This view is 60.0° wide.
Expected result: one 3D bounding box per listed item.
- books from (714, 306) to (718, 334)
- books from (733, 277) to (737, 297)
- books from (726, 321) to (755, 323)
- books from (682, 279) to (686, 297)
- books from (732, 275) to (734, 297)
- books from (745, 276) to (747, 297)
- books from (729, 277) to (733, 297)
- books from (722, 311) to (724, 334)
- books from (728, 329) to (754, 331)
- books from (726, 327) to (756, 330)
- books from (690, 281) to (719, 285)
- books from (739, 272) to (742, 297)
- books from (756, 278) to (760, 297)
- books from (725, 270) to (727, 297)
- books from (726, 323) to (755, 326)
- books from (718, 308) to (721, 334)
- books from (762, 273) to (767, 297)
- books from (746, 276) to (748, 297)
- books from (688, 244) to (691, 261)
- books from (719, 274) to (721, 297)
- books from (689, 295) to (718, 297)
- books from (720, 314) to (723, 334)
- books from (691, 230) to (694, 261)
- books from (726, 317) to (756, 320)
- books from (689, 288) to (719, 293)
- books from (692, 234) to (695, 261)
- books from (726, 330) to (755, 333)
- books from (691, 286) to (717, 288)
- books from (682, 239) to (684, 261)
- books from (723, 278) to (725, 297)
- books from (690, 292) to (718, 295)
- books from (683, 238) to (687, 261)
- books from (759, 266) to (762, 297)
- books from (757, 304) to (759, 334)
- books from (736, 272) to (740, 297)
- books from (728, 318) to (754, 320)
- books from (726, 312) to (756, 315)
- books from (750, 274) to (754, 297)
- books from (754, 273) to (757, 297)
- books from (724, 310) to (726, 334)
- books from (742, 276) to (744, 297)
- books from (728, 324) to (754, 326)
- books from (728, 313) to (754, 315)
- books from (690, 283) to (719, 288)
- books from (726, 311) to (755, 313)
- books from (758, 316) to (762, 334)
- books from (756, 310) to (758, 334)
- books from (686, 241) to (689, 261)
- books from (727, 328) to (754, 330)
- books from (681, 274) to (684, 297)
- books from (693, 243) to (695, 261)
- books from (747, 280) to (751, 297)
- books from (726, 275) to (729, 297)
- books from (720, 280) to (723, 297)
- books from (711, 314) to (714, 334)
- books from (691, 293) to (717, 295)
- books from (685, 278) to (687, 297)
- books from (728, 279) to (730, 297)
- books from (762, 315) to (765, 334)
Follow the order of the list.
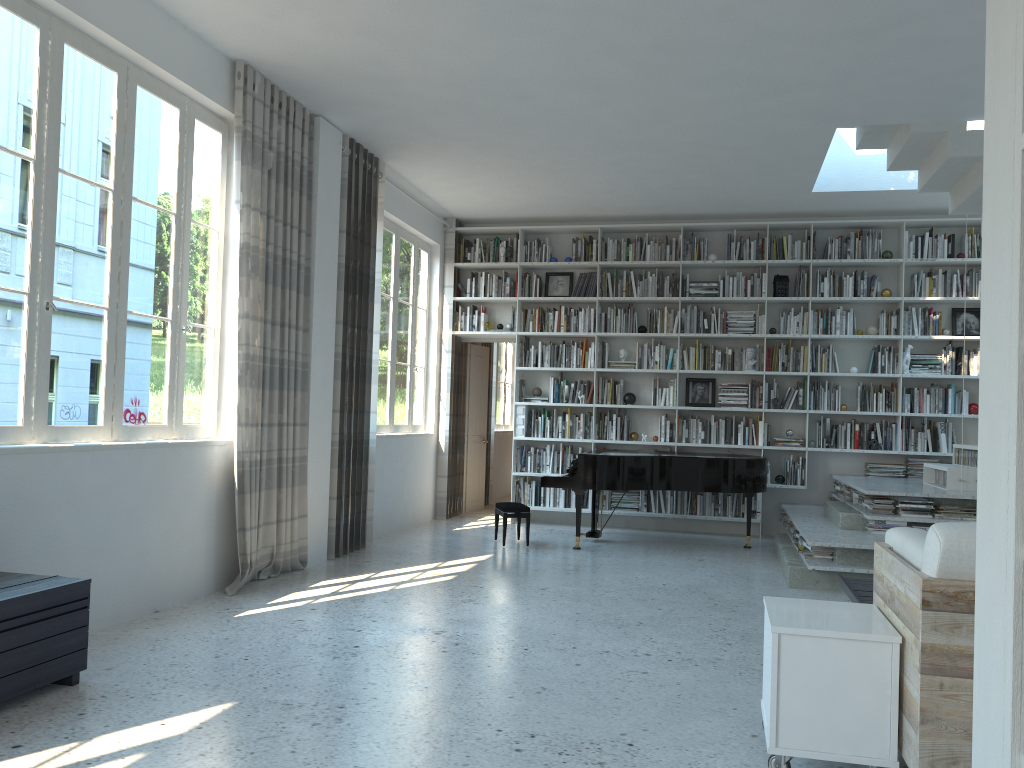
[{"bbox_3d":[2.079,-0.637,9.054,0.049,0.291,0.162,2,-2,13],"label":"books"},{"bbox_3d":[2.266,-0.964,9.015,0.028,0.219,0.183,2,-2,13],"label":"books"},{"bbox_3d":[2.320,-0.626,8.997,0.285,0.012,0.159,1,-2,16],"label":"books"},{"bbox_3d":[1.773,-0.967,9.124,0.027,0.201,0.167,2,-2,13],"label":"books"},{"bbox_3d":[2.249,-0.976,9.029,0.012,0.244,0.131,2,-2,13],"label":"books"},{"bbox_3d":[2.369,-0.967,8.993,0.010,0.230,0.152,2,-2,13],"label":"books"},{"bbox_3d":[2.226,-0.963,9.021,0.027,0.216,0.190,2,-2,13],"label":"books"},{"bbox_3d":[2.152,-0.613,9.029,0.015,0.245,0.183,2,-2,13],"label":"books"},{"bbox_3d":[2.319,-0.541,9.002,0.254,0.012,0.161,1,-2,13],"label":"books"},{"bbox_3d":[2.318,-0.566,8.996,0.285,0.012,0.159,1,-2,10],"label":"books"},{"bbox_3d":[1.973,-1.030,9.100,0.285,0.024,0.159,1,-2,13],"label":"books"},{"bbox_3d":[2.319,-0.988,9.002,0.023,0.269,0.185,2,-2,13],"label":"books"},{"bbox_3d":[2.484,-0.951,8.956,0.029,0.202,0.191,2,-2,13],"label":"books"},{"bbox_3d":[2.175,-0.999,9.021,0.011,0.284,0.190,2,-2,13],"label":"books"},{"bbox_3d":[2.320,-0.602,9.001,0.285,0.012,0.159,1,-2,14],"label":"books"},{"bbox_3d":[2.110,-0.626,9.032,0.021,0.269,0.191,2,-2,13],"label":"books"},{"bbox_3d":[2.526,-0.969,8.890,0.037,0.237,0.272,2,-2,13],"label":"books"},{"bbox_3d":[2.378,-0.967,8.985,0.012,0.230,0.158,2,-2,13],"label":"books"},{"bbox_3d":[1.833,-1.329,9.128,0.026,0.194,0.166,2,-2,13],"label":"books"},{"bbox_3d":[2.119,-0.985,9.050,0.012,0.254,0.161,2,-2,13],"label":"books"},{"bbox_3d":[1.966,-0.891,9.090,0.285,0.012,0.159,1,-2,16],"label":"books"},{"bbox_3d":[2.135,-0.598,9.041,0.024,0.216,0.132,2,-2,13],"label":"books"},{"bbox_3d":[1.858,-1.401,9.138,0.014,0.341,0.145,2,-2,13],"label":"books"},{"bbox_3d":[2.322,-0.662,9.003,0.285,0.012,0.159,1,-2,12],"label":"books"},{"bbox_3d":[1.968,-0.958,9.086,0.285,0.024,0.159,1,-2,18],"label":"books"},{"bbox_3d":[1.868,-1.378,9.129,0.010,0.296,0.153,2,-2,13],"label":"books"},{"bbox_3d":[2.318,-0.529,9.000,0.285,0.012,0.159,1,-2,14],"label":"books"},{"bbox_3d":[1.970,-0.982,9.089,0.254,0.025,0.161,1,-2,9],"label":"books"},{"bbox_3d":[1.771,-1.359,9.157,0.012,0.254,0.161,2,-2,13],"label":"books"},{"bbox_3d":[2.166,-0.967,9.064,0.024,0.223,0.128,2,-2,13],"label":"books"},{"bbox_3d":[1.967,-0.928,9.090,0.285,0.012,0.159,1,-2,10],"label":"books"},{"bbox_3d":[1.785,-1.359,9.134,0.026,0.253,0.185,2,-2,13],"label":"books"},{"bbox_3d":[2.508,-1.016,8.962,0.012,0.334,0.155,2,-2,13],"label":"books"},{"bbox_3d":[2.486,-0.642,8.963,0.012,0.319,0.140,2,-2,13],"label":"books"},{"bbox_3d":[2.299,-0.989,9.028,0.029,0.273,0.140,2,-2,13],"label":"books"},{"bbox_3d":[2.321,-0.650,9.000,0.254,0.012,0.161,1,-2,15],"label":"books"},{"bbox_3d":[2.321,-0.713,8.995,0.285,0.012,0.159,2,-2,8],"label":"books"},{"bbox_3d":[2.427,-0.975,8.969,0.032,0.248,0.173,2,-2,13],"label":"books"},{"bbox_3d":[2.460,-0.980,8.977,0.029,0.261,0.133,2,-2,13],"label":"books"},{"bbox_3d":[2.163,-0.614,9.014,0.013,0.247,0.176,2,-2,13],"label":"books"},{"bbox_3d":[2.339,-0.964,8.988,0.023,0.223,0.190,2,-2,13],"label":"books"},{"bbox_3d":[2.319,-0.590,8.999,0.254,0.012,0.161,1,-2,11],"label":"books"},{"bbox_3d":[2.324,-0.700,9.006,0.254,0.012,0.161,1,-2,13],"label":"books"},{"bbox_3d":[1.971,-1.006,9.094,0.285,0.024,0.159,1,-2,15],"label":"books"},{"bbox_3d":[2.323,-0.725,9.002,0.285,0.012,0.159,1,-2,15],"label":"books"},{"bbox_3d":[2.503,-0.581,8.954,0.029,0.198,0.172,2,-2,13],"label":"books"},{"bbox_3d":[2.469,-0.610,8.949,0.012,0.254,0.161,2,-2,13],"label":"books"},{"bbox_3d":[1.813,-1.345,9.146,0.023,0.228,0.157,2,-2,13],"label":"books"},{"bbox_3d":[2.319,-0.553,9.000,0.254,0.012,0.161,1,-2,12],"label":"books"},{"bbox_3d":[1.759,-0.993,9.148,0.012,0.254,0.161,2,-2,13],"label":"books"},{"bbox_3d":[1.879,-1.332,9.138,0.011,0.205,0.145,2,-2,13],"label":"books"},{"bbox_3d":[2.397,-0.946,8.976,0.029,0.188,0.176,2,-2,13],"label":"books"},{"bbox_3d":[2.194,-0.975,9.032,0.021,0.237,0.171,2,-2,13],"label":"books"},{"bbox_3d":[2.135,-0.951,9.041,0.025,0.187,0.193,2,-2,13],"label":"books"},{"bbox_3d":[2.051,-0.601,9.057,0.024,0.216,0.148,2,-2,13],"label":"books"},{"bbox_3d":[1.966,-0.916,9.090,0.254,0.012,0.161,1,-2,10],"label":"books"},{"bbox_3d":[1.796,-0.974,9.132,0.013,0.218,0.141,2,-2,13],"label":"books"},{"bbox_3d":[2.211,-0.957,9.039,0.011,0.204,0.133,2,-2,13],"label":"books"},{"bbox_3d":[2.534,-0.583,8.952,0.030,0.205,0.158,2,-2,13],"label":"books"}]
